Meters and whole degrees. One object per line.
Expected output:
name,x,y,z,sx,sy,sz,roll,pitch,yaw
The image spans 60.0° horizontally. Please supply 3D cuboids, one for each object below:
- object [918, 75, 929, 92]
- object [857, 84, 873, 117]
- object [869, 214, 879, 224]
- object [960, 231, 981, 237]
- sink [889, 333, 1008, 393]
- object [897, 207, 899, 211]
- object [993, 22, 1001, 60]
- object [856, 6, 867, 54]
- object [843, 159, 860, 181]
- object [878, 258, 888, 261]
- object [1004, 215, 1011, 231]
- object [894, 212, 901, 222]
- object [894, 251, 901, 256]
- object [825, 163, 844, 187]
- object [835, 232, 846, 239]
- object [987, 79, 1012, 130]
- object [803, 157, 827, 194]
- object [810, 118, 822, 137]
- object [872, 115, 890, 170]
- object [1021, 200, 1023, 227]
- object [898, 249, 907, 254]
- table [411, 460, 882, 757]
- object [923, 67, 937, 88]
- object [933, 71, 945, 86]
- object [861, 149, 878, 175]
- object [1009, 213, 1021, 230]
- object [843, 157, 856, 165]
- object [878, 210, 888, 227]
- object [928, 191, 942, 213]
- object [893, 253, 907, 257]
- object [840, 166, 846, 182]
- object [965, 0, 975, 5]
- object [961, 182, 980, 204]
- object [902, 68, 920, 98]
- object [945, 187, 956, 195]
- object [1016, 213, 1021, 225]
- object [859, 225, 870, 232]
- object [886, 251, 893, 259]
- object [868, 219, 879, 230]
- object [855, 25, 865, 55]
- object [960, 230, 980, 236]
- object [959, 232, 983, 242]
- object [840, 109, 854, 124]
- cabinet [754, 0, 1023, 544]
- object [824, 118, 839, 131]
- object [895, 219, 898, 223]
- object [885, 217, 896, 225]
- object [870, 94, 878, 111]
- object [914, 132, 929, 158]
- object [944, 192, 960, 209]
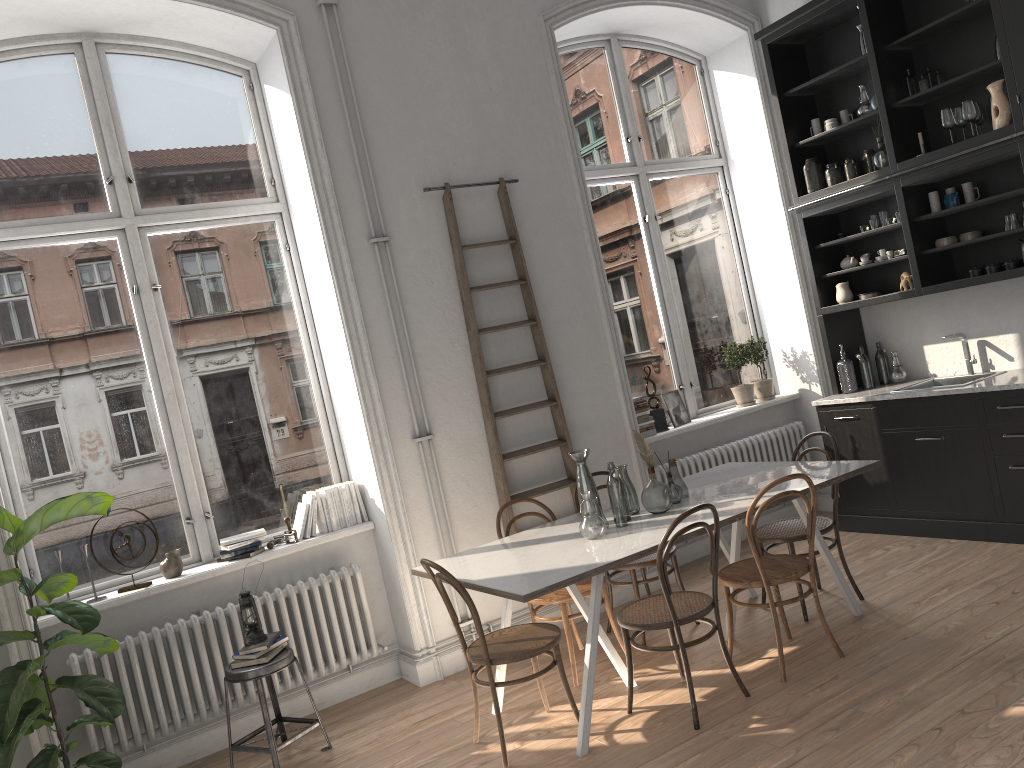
object,2.572,-1.869,5.539,0.053,0.125,0.041,-11,2,27
object,2.353,-1.881,5.905,0.132,0.219,0.132,-11,2,34
object,2.488,-1.106,6.082,0.060,0.107,0.060,-11,2,27
object,2.885,-0.929,5.578,0.123,0.036,0.124,-14,2,-43
sink,2.812,-0.050,5.711,0.514,0.505,0.526,-13,2,-30
object,2.588,-1.122,5.858,0.060,0.107,0.060,-11,2,32
object,2.862,-1.990,5.160,0.110,0.255,0.100,-11,2,25
object,2.321,-2.303,5.773,0.097,0.330,0.100,-14,2,-34
object,2.321,-1.456,6.061,0.096,0.150,0.097,-14,2,-42
object,2.523,-0.842,6.007,0.085,0.015,0.085,-14,2,-44
object,2.955,-0.958,5.277,0.058,0.094,0.058,-12,2,9
object,2.542,-1.091,5.803,0.064,0.069,0.064,-14,2,-37
object,2.585,-0.872,5.935,0.049,0.041,0.056,-11,2,33
object,2.223,-1.440,6.122,0.114,0.155,0.114,-13,2,-27
object,2.359,-1.054,6.357,0.071,0.047,0.071,-12,2,8
object,2.790,-1.592,5.069,0.094,0.267,0.116,-12,2,12
object,2.127,-1.464,6.234,0.118,0.238,0.118,-10,3,45
object,2.158,-1.805,6.285,0.059,0.135,0.082,-12,2,-2
object,2.385,-1.568,5.744,0.134,0.358,0.134,-12,2,15
object,3.049,-1.011,5.251,0.083,0.158,0.083,-13,2,-19
object,2.604,-0.881,5.917,0.048,0.041,0.058,-11,2,38
table,0.779,1.035,4.490,2.198,0.780,1.101,-13,2,-30
object,2.655,-1.916,5.623,0.065,0.177,0.084,-13,2,-8
object,2.658,-1.886,5.517,0.044,0.121,0.058,-12,2,-3
object,2.441,-1.499,6.032,0.092,0.184,0.092,-13,2,-16
object,2.948,-0.955,5.205,0.058,0.094,0.058,-12,2,9
object,2.372,-1.484,6.197,0.092,0.184,0.092,-11,2,25
object,2.493,-1.104,5.940,0.060,0.107,0.060,-12,2,-3
object,2.693,-1.153,5.644,0.059,0.135,0.081,-11,2,28
object,2.596,-0.856,5.927,0.085,0.015,0.085,-14,2,-44
object,2.353,-1.473,6.333,0.114,0.155,0.114,-12,2,15
object,2.732,-2.270,5.202,0.055,0.121,0.167,-12,2,-5
object,2.853,-1.186,5.516,0.082,0.135,0.059,-11,3,43
object,2.529,-1.900,5.620,0.084,0.199,0.065,-13,2,-8
object,2.789,-1.175,5.639,0.082,0.135,0.059,-12,2,-2
object,3.033,-0.977,5.340,0.058,0.094,0.058,-11,2,37
object,2.417,-1.060,6.073,0.071,0.047,0.071,-12,2,8
object,2.531,-0.863,5.946,0.049,0.054,0.039,-12,2,-5
object,2.451,-1.076,5.998,0.064,0.069,0.064,-12,2,18
object,2.333,-2.258,5.871,0.067,0.231,0.070,-14,2,-34
object,2.883,-0.937,5.577,0.112,0.036,0.112,-12,2,12
object,2.886,-0.921,5.578,0.132,0.038,0.132,-12,2,17
object,2.329,-1.839,6.175,0.059,0.135,0.082,-13,2,-7
cabinet,2.995,-0.896,5.008,0.634,3.584,3.252,-13,2,-30
object,2.236,-1.800,6.204,0.096,0.095,0.096,-12,2,4
object,2.574,-1.090,5.924,0.071,0.047,0.071,-12,2,-2
object,2.509,-1.074,5.872,0.071,0.047,0.071,-12,2,8
object,2.376,-1.945,5.776,0.123,0.341,0.118,-13,2,-11
object,2.576,-1.505,5.572,0.123,0.161,0.123,-13,2,-21
object,2.751,-1.142,5.542,0.082,0.093,0.140,-12,2,25
